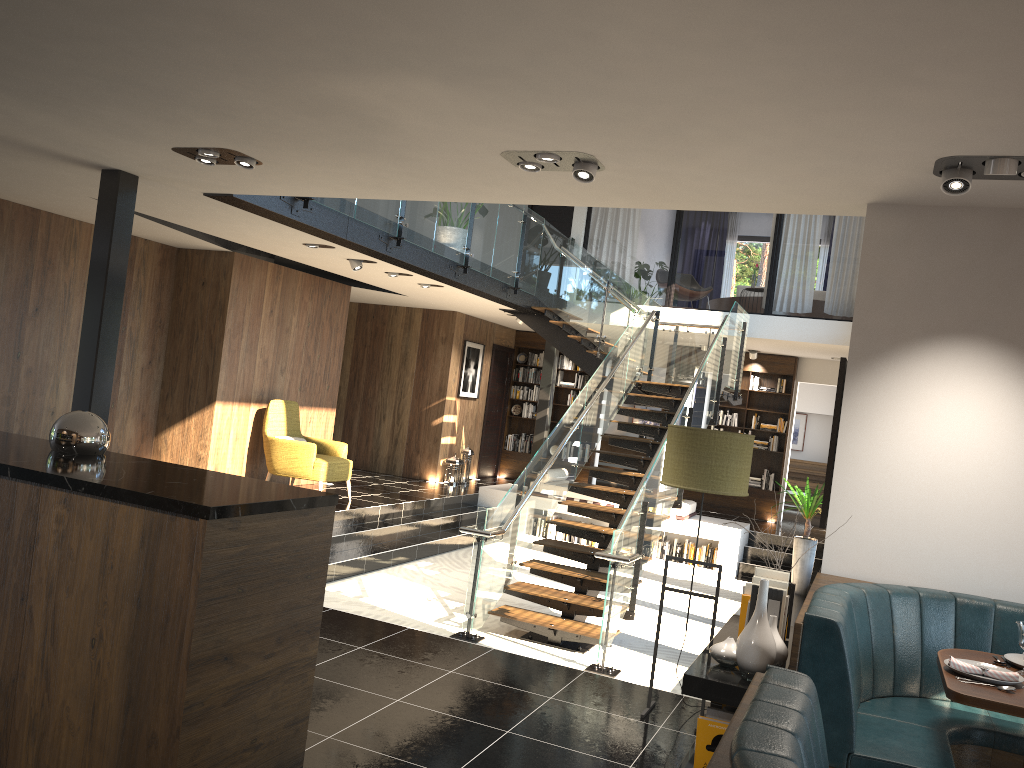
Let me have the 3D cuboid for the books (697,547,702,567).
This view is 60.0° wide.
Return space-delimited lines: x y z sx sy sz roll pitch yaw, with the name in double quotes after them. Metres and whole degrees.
2.547 2.338 12.014 0.021 0.248 0.198 7 0 23 "books"

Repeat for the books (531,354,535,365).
0.396 -0.438 16.090 0.026 0.222 0.202 7 0 23 "books"

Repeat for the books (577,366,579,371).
1.211 -0.352 15.782 0.064 0.247 0.209 7 0 23 "books"

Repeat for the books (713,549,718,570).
2.757 2.355 11.918 0.037 0.264 0.272 7 0 23 "books"

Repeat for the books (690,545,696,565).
2.460 2.327 12.044 0.025 0.249 0.209 7 0 23 "books"

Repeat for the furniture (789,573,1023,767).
2.452 1.438 3.406 2.608 0.822 1.366 7 -1 23 "furniture"

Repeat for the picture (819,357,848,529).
1.834 0.334 5.024 0.028 0.911 0.749 7 0 23 "picture"

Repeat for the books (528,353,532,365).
0.345 -0.441 16.083 0.024 0.216 0.210 7 0 23 "books"

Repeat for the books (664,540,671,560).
2.137 2.285 12.194 0.019 0.256 0.186 7 0 23 "books"

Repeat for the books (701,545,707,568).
2.610 2.328 11.997 0.028 0.285 0.211 7 0 23 "books"

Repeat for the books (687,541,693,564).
2.429 2.297 12.085 0.021 0.302 0.167 7 0 23 "books"

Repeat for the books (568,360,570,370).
1.048 -0.333 15.840 0.034 0.171 0.158 7 0 23 "books"

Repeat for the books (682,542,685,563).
2.367 2.299 12.133 0.026 0.284 0.177 7 0 23 "books"

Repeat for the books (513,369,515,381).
0.066 -0.158 16.223 0.023 0.215 0.148 7 0 23 "books"

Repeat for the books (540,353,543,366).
0.568 -0.426 15.988 0.025 0.239 0.220 7 0 23 "books"

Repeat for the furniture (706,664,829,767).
1.592 1.302 1.422 2.608 0.822 1.366 7 -1 23 "furniture"

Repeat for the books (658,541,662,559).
2.059 2.289 12.248 0.028 0.231 0.158 7 0 23 "books"

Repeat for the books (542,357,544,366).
0.610 -0.424 15.997 0.020 0.245 0.228 7 0 23 "books"

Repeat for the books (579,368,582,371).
1.253 -0.375 15.714 0.017 0.302 0.267 7 0 23 "books"

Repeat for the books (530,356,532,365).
0.380 -0.419 16.117 0.020 0.180 0.153 7 0 23 "books"

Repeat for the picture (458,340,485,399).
-0.658 -0.227 14.526 0.028 0.911 0.749 7 0 23 "picture"

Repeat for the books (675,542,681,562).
2.277 2.302 12.167 0.030 0.256 0.160 7 0 23 "books"

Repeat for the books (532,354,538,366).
0.438 -0.430 16.080 0.059 0.216 0.159 7 0 23 "books"

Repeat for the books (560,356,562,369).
0.920 -0.379 15.856 0.014 0.231 0.280 7 0 23 "books"

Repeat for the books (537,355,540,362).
0.497 -0.416 16.080 0.025 0.203 0.156 7 0 23 "books"

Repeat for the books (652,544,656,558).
1.982 2.260 12.270 0.027 0.270 0.188 7 0 23 "books"

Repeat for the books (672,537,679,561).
2.248 2.271 12.165 0.027 0.312 0.190 7 0 23 "books"

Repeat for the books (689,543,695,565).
2.448 2.308 12.074 0.025 0.285 0.165 7 0 23 "books"

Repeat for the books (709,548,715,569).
2.702 2.354 11.975 0.019 0.255 0.180 7 0 23 "books"

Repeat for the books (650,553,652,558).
1.951 2.247 12.261 0.026 0.287 0.205 7 0 23 "books"

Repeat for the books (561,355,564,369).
0.931 -0.382 15.847 0.013 0.239 0.255 7 0 23 "books"

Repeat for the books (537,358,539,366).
0.511 -0.391 16.042 0.035 0.156 0.186 7 0 23 "books"

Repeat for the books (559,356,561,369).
0.907 -0.384 15.884 0.033 0.237 0.231 7 0 23 "books"

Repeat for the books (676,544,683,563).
2.291 2.317 12.126 0.032 0.229 0.228 7 0 23 "books"

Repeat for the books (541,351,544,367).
0.588 -0.444 15.980 0.012 0.278 0.228 7 0 23 "books"

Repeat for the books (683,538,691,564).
2.383 2.275 12.092 0.028 0.334 0.205 7 0 23 "books"

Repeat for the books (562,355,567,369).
0.967 -0.397 15.806 0.011 0.276 0.288 7 0 23 "books"

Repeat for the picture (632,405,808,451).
4.244 0.784 18.412 3.541 0.748 0.035 7 0 23 "picture"

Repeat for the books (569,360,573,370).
1.080 -0.350 15.822 0.034 0.211 0.206 7 0 23 "books"

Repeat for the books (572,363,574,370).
1.121 -0.350 15.822 0.042 0.223 0.163 7 0 23 "books"

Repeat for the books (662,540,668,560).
2.111 2.284 12.204 0.036 0.253 0.178 7 0 23 "books"

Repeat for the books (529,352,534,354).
0.342 -0.450 16.125 0.017 0.234 0.200 7 0 23 "books"

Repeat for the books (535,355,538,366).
0.473 -0.423 16.072 0.014 0.212 0.184 7 0 23 "books"

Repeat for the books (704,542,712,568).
2.651 2.311 11.997 0.042 0.328 0.205 7 0 23 "books"

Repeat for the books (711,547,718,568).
2.736 2.342 11.968 0.043 0.287 0.147 7 0 23 "books"

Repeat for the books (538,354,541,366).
0.543 -0.425 16.012 0.039 0.230 0.205 7 0 23 "books"

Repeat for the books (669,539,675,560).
2.210 2.275 12.196 0.066 0.294 0.142 7 0 23 "books"

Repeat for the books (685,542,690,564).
2.406 2.304 12.091 0.023 0.283 0.175 7 0 23 "books"

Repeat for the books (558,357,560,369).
0.876 -0.371 15.883 0.021 0.204 0.224 7 0 23 "books"

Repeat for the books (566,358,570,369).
1.024 -0.354 15.854 0.027 0.207 0.203 7 0 23 "books"

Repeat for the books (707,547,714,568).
2.676 2.341 11.973 0.030 0.273 0.186 7 0 23 "books"

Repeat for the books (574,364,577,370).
1.162 -0.387 15.758 0.015 0.303 0.252 7 0 23 "books"

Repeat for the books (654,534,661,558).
2.019 2.236 12.278 0.029 0.326 0.153 7 0 23 "books"

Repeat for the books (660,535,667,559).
2.090 2.249 12.232 0.032 0.318 0.153 7 0 23 "books"

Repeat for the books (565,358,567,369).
0.997 -0.362 15.847 0.019 0.216 0.214 7 0 23 "books"

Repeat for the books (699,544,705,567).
2.587 2.325 12.027 0.039 0.284 0.200 7 0 23 "books"

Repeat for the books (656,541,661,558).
2.041 2.289 12.274 0.026 0.226 0.132 7 0 23 "books"

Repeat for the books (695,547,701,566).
2.524 2.337 12.017 0.024 0.246 0.212 7 0 23 "books"
